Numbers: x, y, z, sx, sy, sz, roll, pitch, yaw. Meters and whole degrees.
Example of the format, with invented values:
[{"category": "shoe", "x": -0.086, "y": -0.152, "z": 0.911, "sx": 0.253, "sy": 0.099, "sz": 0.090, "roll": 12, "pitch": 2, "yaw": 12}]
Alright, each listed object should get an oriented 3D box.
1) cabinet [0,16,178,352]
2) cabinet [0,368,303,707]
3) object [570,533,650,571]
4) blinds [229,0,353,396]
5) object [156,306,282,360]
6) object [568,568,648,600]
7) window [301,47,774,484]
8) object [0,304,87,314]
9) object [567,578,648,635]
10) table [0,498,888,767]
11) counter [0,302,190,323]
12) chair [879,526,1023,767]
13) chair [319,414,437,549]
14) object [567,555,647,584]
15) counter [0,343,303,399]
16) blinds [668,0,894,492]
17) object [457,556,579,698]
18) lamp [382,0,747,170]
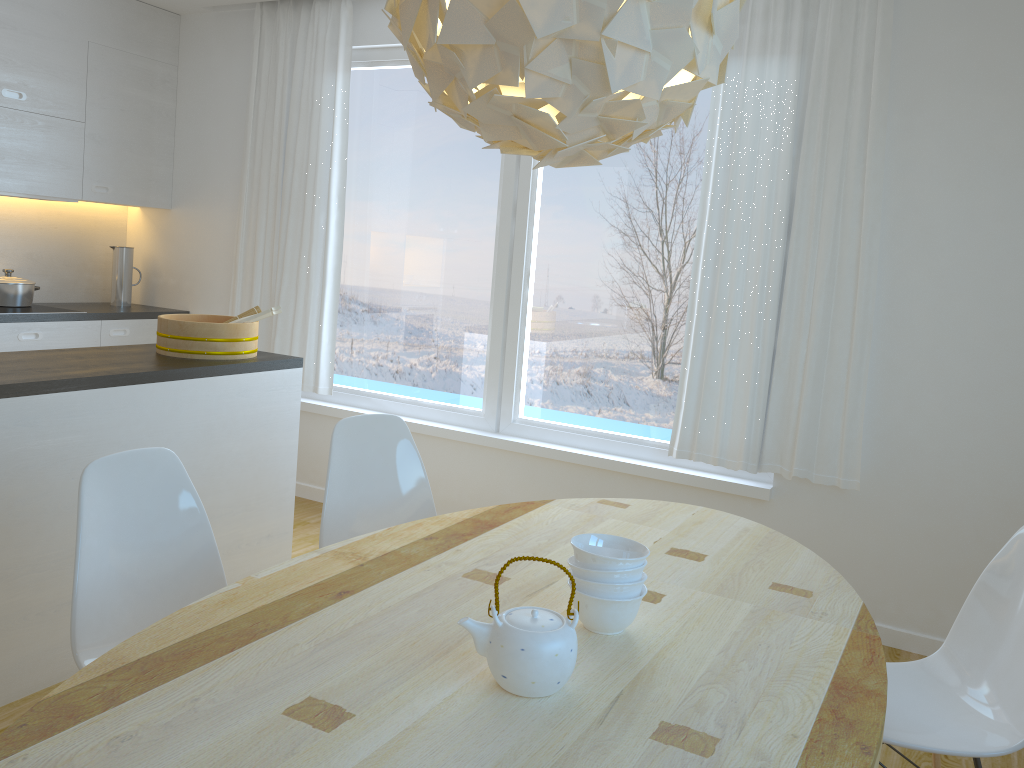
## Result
[{"category": "cabinet", "x": -2.877, "y": -0.627, "z": 3.990, "sx": 0.482, "sy": 2.288, "sz": 3.210, "roll": 7, "pitch": 7, "yaw": 28}, {"category": "cabinet", "x": -1.710, "y": 0.447, "z": 2.687, "sx": 0.602, "sy": 0.905, "sz": 2.408, "roll": 7, "pitch": 8, "yaw": 28}, {"category": "object", "x": 0.183, "y": 0.346, "z": 1.683, "sx": 0.152, "sy": 0.086, "sz": 0.153, "roll": 0, "pitch": 9, "yaw": -34}, {"category": "blinds", "x": -1.241, "y": -1.053, "z": 4.813, "sx": 0.797, "sy": 2.149, "sz": 0.150, "roll": 7, "pitch": 5, "yaw": 28}, {"category": "object", "x": -1.167, "y": -0.226, "z": 3.482, "sx": 0.429, "sy": 0.213, "sz": 0.381, "roll": 0, "pitch": 9, "yaw": -34}, {"category": "object", "x": 0.178, "y": 0.398, "z": 1.685, "sx": 0.152, "sy": 0.092, "sz": 0.152, "roll": 2, "pitch": 8, "yaw": -23}, {"category": "window", "x": 0.021, "y": -0.708, "z": 4.368, "sx": 2.736, "sy": 1.908, "sz": 0.088, "roll": 8, "pitch": 6, "yaw": 28}, {"category": "object", "x": -2.672, "y": -0.388, "z": 4.575, "sx": 0.564, "sy": 0.013, "sz": 0.656, "roll": 9, "pitch": 9, "yaw": 28}, {"category": "object", "x": 0.178, "y": 0.421, "z": 1.684, "sx": 0.152, "sy": 0.082, "sz": 0.153, "roll": 1, "pitch": 8, "yaw": -23}, {"category": "table", "x": 0.021, "y": 0.817, "z": 1.678, "sx": 1.197, "sy": 0.721, "sz": 2.197, "roll": 8, "pitch": 8, "yaw": 26}, {"category": "counter", "x": -2.673, "y": -0.370, "z": 4.571, "sx": 0.602, "sy": 0.040, "sz": 2.007, "roll": 9, "pitch": 9, "yaw": 27}, {"category": "chair", "x": 0.933, "y": 0.752, "z": 2.029, "sx": 0.523, "sy": 0.897, "sz": 0.432, "roll": 5, "pitch": 5, "yaw": 3}, {"category": "chair", "x": -0.304, "y": 0.578, "z": 2.574, "sx": 0.430, "sy": 0.897, "sz": 0.526, "roll": 0, "pitch": 7, "yaw": -42}, {"category": "object", "x": 0.178, "y": 0.374, "z": 1.685, "sx": 0.152, "sy": 0.095, "sz": 0.151, "roll": -3, "pitch": 10, "yaw": -45}, {"category": "counter", "x": -1.673, "y": -0.022, "z": 2.650, "sx": 0.603, "sy": 0.040, "sz": 2.408, "roll": 9, "pitch": 9, "yaw": 27}, {"category": "blinds", "x": 1.098, "y": -0.695, "z": 3.567, "sx": 0.797, "sy": 2.149, "sz": 0.150, "roll": 7, "pitch": 5, "yaw": 28}, {"category": "object", "x": 0.023, "y": 0.380, "z": 1.436, "sx": 0.178, "sy": 0.210, "sz": 0.147, "roll": 8, "pitch": 6, "yaw": 27}, {"category": "lamp", "x": 0.114, "y": -0.948, "z": 1.578, "sx": 0.649, "sy": 1.129, "sz": 0.640, "roll": 7, "pitch": 6, "yaw": 27}]
